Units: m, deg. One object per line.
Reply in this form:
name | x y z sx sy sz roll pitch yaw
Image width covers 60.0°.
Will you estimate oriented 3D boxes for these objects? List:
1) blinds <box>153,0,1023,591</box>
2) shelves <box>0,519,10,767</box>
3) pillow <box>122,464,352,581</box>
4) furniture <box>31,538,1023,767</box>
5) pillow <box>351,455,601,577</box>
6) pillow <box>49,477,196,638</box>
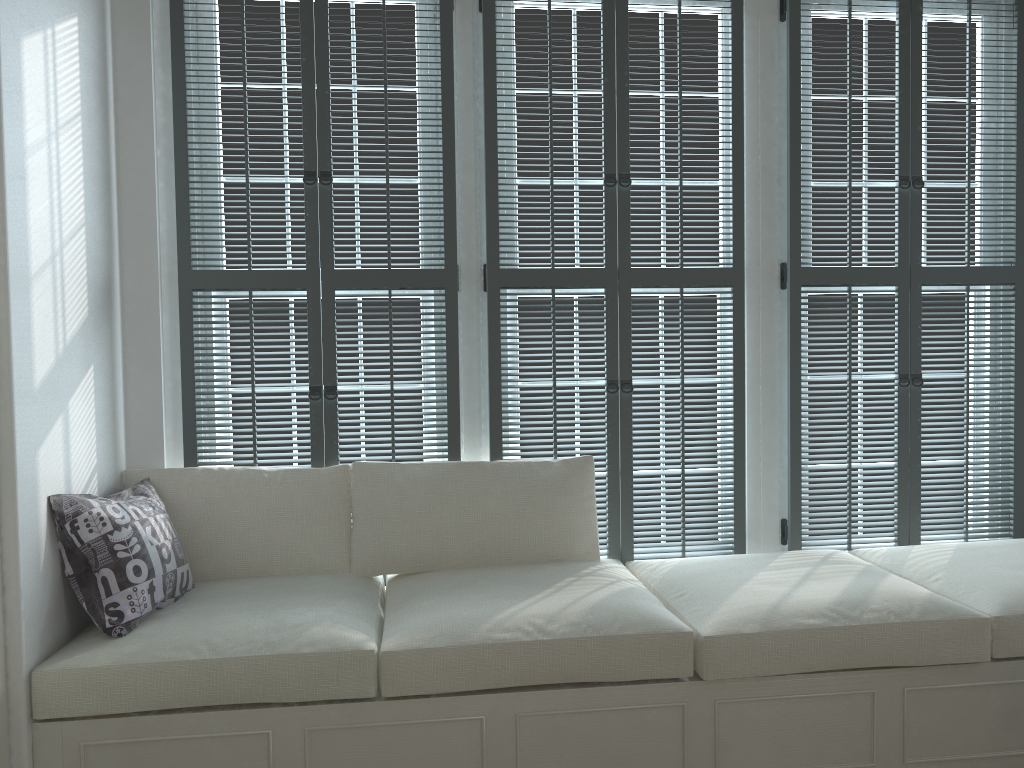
blinds | 0.370 -0.395 2.965 3.076 2.238 0.141 -1 2 -7
shelves | -1.592 -0.167 1.686 0.972 2.523 0.399 -1 2 -7
pillow | -0.842 0.435 2.728 0.695 0.360 0.187 -1 2 -7
furniture | 0.424 0.786 2.589 3.150 0.459 0.837 -1 2 -7
pillow | -0.115 0.417 2.813 0.787 0.360 0.193 -1 2 -7
pillow | -1.022 0.457 2.401 0.229 0.398 0.550 -1 2 5
